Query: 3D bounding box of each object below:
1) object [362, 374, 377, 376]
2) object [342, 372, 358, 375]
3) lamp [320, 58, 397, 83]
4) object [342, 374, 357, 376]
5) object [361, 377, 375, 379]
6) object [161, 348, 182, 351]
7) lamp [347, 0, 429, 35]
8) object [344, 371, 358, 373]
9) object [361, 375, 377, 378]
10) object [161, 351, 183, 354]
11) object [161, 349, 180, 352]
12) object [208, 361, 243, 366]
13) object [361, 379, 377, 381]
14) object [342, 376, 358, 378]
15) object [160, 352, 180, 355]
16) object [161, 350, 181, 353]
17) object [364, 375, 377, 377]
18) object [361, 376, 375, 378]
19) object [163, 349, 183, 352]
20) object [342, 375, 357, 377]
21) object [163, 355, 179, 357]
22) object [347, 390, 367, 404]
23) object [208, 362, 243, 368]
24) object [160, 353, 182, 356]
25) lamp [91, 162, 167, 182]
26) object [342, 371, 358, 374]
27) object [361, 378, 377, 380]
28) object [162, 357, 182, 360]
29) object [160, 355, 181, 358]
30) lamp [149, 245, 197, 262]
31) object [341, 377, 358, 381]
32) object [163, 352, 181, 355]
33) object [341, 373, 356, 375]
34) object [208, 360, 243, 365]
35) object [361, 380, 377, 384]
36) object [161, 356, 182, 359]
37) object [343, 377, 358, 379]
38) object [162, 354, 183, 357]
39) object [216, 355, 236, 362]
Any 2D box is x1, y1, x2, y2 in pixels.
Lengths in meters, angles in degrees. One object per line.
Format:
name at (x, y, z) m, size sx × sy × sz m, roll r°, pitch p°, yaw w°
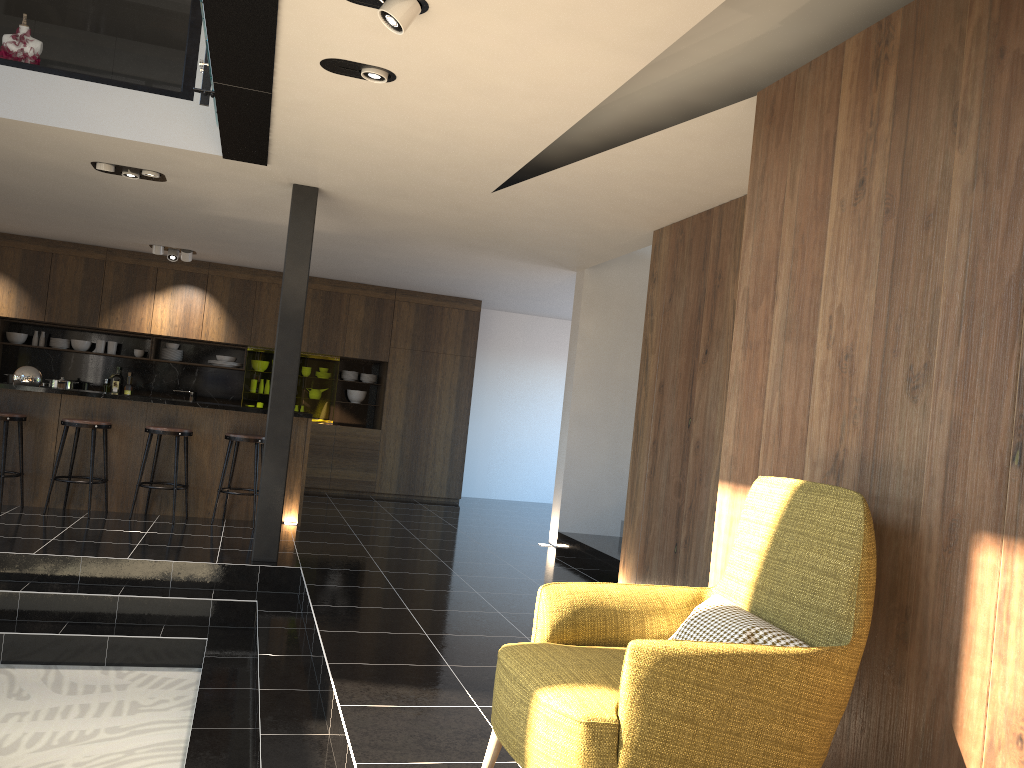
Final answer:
object at (-1.923, -0.111, 11.918) m, size 0.220 × 0.033 × 0.220 m, roll 7°, pitch -2°, yaw -33°
object at (-2.167, -0.126, 11.846) m, size 0.220 × 0.033 × 0.220 m, roll 6°, pitch -2°, yaw -6°
lamp at (-0.691, -1.479, 4.027) m, size 0.346 × 0.158 × 0.195 m, roll 7°, pitch -2°, yaw -16°
object at (-2.169, -0.106, 11.846) m, size 0.220 × 0.033 × 0.220 m, roll 6°, pitch -2°, yaw -6°
object at (-1.928, -0.066, 11.917) m, size 0.220 × 0.033 × 0.220 m, roll 7°, pitch -2°, yaw -33°
object at (-4.330, -0.428, 11.292) m, size 0.269 × 0.024 × 0.269 m, roll 5°, pitch -2°, yaw 22°
lamp at (-0.477, -1.439, 3.282) m, size 0.346 × 0.247 × 0.195 m, roll 6°, pitch -2°, yaw -16°
object at (-2.165, -0.151, 11.847) m, size 0.220 × 0.033 × 0.220 m, roll 6°, pitch -2°, yaw -6°
object at (-1.926, -0.089, 11.918) m, size 0.220 × 0.033 × 0.220 m, roll 7°, pitch -2°, yaw -33°
object at (-4.334, -0.392, 11.292) m, size 0.269 × 0.024 × 0.269 m, roll 5°, pitch -2°, yaw 22°
object at (-4.332, -0.411, 11.292) m, size 0.269 × 0.024 × 0.269 m, roll 5°, pitch -2°, yaw 22°
object at (-3.686, -0.248, 11.412) m, size 0.438 × 0.039 × 0.438 m, roll 5°, pitch -2°, yaw 20°
object at (-1.930, -0.043, 11.917) m, size 0.220 × 0.033 × 0.220 m, roll 7°, pitch -2°, yaw -33°
object at (-2.172, -0.083, 11.845) m, size 0.220 × 0.033 × 0.220 m, roll 6°, pitch -2°, yaw -6°
object at (-4.335, -0.374, 11.291) m, size 0.269 × 0.024 × 0.269 m, roll 5°, pitch -2°, yaw 22°
object at (-4.333, -0.401, 11.292) m, size 0.269 × 0.024 × 0.269 m, roll 5°, pitch -2°, yaw 22°
object at (-1.925, -0.098, 11.918) m, size 0.220 × 0.033 × 0.220 m, roll 7°, pitch -2°, yaw -33°
object at (-1.927, -0.078, 11.917) m, size 0.220 × 0.033 × 0.220 m, roll 7°, pitch -2°, yaw -33°
object at (-4.331, -0.419, 11.292) m, size 0.269 × 0.024 × 0.269 m, roll 5°, pitch -2°, yaw 22°
object at (-2.171, -0.093, 11.846) m, size 0.220 × 0.033 × 0.220 m, roll 6°, pitch -2°, yaw -6°
object at (-4.338, -0.346, 11.291) m, size 0.269 × 0.024 × 0.269 m, roll 5°, pitch -2°, yaw 22°
object at (-2.085, 0.174, 11.883) m, size 0.264 × 0.170 × 0.264 m, roll 8°, pitch -2°, yaw -42°
object at (-3.688, -0.235, 11.412) m, size 0.438 × 0.039 × 0.438 m, roll 5°, pitch -2°, yaw 20°
object at (-4.336, -0.365, 11.291) m, size 0.269 × 0.024 × 0.269 m, roll 5°, pitch -2°, yaw 22°
lamp at (-2.793, -1.607, 6.491) m, size 0.502 × 0.194 × 0.349 m, roll 7°, pitch -2°, yaw -16°
object at (-2.166, -0.139, 11.847) m, size 0.220 × 0.033 × 0.220 m, roll 6°, pitch -2°, yaw -6°
object at (-1.929, -0.055, 11.917) m, size 0.220 × 0.033 × 0.220 m, roll 7°, pitch -2°, yaw -33°
object at (-4.341, -0.319, 11.290) m, size 0.269 × 0.024 × 0.269 m, roll 5°, pitch -2°, yaw 22°
object at (-4.339, -0.337, 11.290) m, size 0.269 × 0.024 × 0.269 m, roll 5°, pitch -2°, yaw 22°
lamp at (-3.853, -1.542, 10.091) m, size 0.502 × 0.280 × 0.349 m, roll 7°, pitch -2°, yaw -16°
object at (-2.174, -0.058, 11.845) m, size 0.220 × 0.033 × 0.220 m, roll 6°, pitch -2°, yaw -6°
object at (-4.334, -0.385, 11.291) m, size 0.269 × 0.024 × 0.269 m, roll 5°, pitch -2°, yaw 22°
object at (-2.168, -0.117, 11.846) m, size 0.220 × 0.033 × 0.220 m, roll 6°, pitch -2°, yaw -6°
object at (-3.685, -0.262, 11.412) m, size 0.438 × 0.039 × 0.438 m, roll 5°, pitch -2°, yaw 20°
object at (-1.932, -0.030, 11.916) m, size 0.220 × 0.033 × 0.220 m, roll 7°, pitch -2°, yaw -33°
object at (-4.340, -0.330, 11.290) m, size 0.269 × 0.024 × 0.269 m, roll 5°, pitch -2°, yaw 22°
object at (-2.173, -0.071, 11.845) m, size 0.220 × 0.033 × 0.220 m, roll 6°, pitch -2°, yaw -6°
object at (-4.337, -0.357, 11.291) m, size 0.269 × 0.024 × 0.269 m, roll 5°, pitch -2°, yaw 22°
object at (-3.682, -0.310, 11.414) m, size 0.254 × 0.088 × 0.254 m, roll 6°, pitch -2°, yaw 9°
